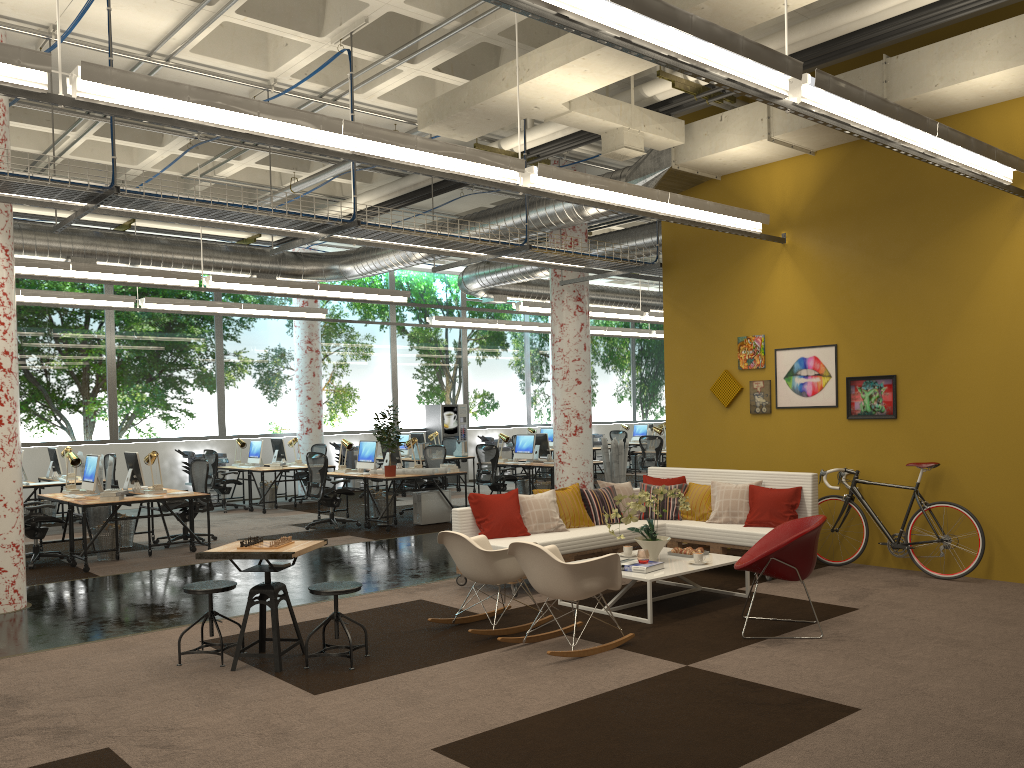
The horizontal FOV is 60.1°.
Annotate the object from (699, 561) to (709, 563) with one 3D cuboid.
[{"bbox_3d":[1.546,1.426,7.082,0.132,0.011,0.028,-1,-2,-24],"label":"object"}]

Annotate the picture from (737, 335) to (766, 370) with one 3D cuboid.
[{"bbox_3d":[2.598,-0.343,9.613,0.027,0.356,0.331,-2,0,-41],"label":"picture"}]

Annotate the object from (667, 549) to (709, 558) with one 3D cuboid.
[{"bbox_3d":[1.510,1.449,7.583,0.267,0.026,0.267,0,-2,-41],"label":"object"}]

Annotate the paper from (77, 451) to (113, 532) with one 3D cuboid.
[{"bbox_3d":[-5.983,1.543,12.744,0.441,1.199,0.412,-1,1,27],"label":"paper"}]

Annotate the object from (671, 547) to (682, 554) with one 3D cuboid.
[{"bbox_3d":[1.418,1.434,7.609,0.135,0.061,0.072,-1,-1,-21],"label":"object"}]

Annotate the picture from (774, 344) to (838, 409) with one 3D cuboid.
[{"bbox_3d":[3.028,-0.069,9.138,0.018,0.633,0.706,-2,0,-41],"label":"picture"}]

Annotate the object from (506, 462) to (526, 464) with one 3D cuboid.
[{"bbox_3d":[0.057,1.330,14.925,0.118,0.017,0.439,0,-2,-41],"label":"object"}]

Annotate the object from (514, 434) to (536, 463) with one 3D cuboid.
[{"bbox_3d":[0.236,1.096,15.045,0.189,0.486,0.484,-2,0,-41],"label":"object"}]

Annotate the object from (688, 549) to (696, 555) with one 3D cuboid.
[{"bbox_3d":[1.531,1.430,7.516,0.064,0.055,0.121,-1,-1,-19],"label":"object"}]

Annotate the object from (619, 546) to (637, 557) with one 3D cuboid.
[{"bbox_3d":[0.992,1.429,7.570,0.160,0.090,0.160,-1,-1,-16],"label":"object"}]

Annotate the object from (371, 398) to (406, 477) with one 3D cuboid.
[{"bbox_3d":[-1.706,0.733,12.141,0.514,1.078,0.438,-1,1,40],"label":"object"}]

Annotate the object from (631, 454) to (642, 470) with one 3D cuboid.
[{"bbox_3d":[3.292,2.040,23.348,0.353,0.435,0.359,-1,0,-44],"label":"object"}]

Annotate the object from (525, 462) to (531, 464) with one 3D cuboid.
[{"bbox_3d":[0.265,1.310,14.671,0.106,0.029,0.059,0,-2,-40],"label":"object"}]

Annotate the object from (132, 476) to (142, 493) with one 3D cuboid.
[{"bbox_3d":[-4.537,1.211,10.706,0.101,0.209,0.101,-1,1,4],"label":"object"}]

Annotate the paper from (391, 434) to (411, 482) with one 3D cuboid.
[{"bbox_3d":[-2.411,1.663,19.165,0.441,1.199,0.412,-1,1,27],"label":"paper"}]

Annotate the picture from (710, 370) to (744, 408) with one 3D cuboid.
[{"bbox_3d":[2.388,0.052,9.860,0.047,0.425,0.425,-2,0,-41],"label":"picture"}]

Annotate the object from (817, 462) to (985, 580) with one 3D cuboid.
[{"bbox_3d":[3.502,1.243,8.291,0.401,1.041,1.737,-2,-1,-35],"label":"object"}]

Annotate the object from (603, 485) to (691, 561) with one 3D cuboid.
[{"bbox_3d":[1.142,1.155,7.348,0.788,0.616,0.417,-1,0,-28],"label":"object"}]

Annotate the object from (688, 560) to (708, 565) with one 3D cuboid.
[{"bbox_3d":[1.499,1.437,7.120,0.160,0.020,0.160,-2,-2,13],"label":"object"}]

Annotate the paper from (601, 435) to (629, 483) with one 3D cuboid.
[{"bbox_3d":[1.673,1.409,14.450,0.441,1.199,0.412,-1,1,27],"label":"paper"}]

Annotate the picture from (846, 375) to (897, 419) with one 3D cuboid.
[{"bbox_3d":[3.498,0.131,8.616,0.042,0.418,0.503,-2,0,-41],"label":"picture"}]

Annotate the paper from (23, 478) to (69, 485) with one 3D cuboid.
[{"bbox_3d":[-6.772,1.416,12.827,0.625,0.061,0.568,0,-3,-43],"label":"paper"}]

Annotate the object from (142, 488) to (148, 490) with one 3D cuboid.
[{"bbox_3d":[-4.524,1.320,11.129,0.118,0.017,0.439,0,-2,-41],"label":"object"}]

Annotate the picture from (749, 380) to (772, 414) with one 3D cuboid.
[{"bbox_3d":[2.678,0.140,9.545,0.027,0.356,0.252,-2,1,-41],"label":"picture"}]

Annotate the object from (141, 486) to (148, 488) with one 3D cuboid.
[{"bbox_3d":[-4.733,1.327,11.382,0.106,0.029,0.059,0,-2,-40],"label":"object"}]

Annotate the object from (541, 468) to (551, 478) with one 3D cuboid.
[{"bbox_3d":[0.833,2.032,21.228,0.353,0.435,0.359,-1,0,-44],"label":"object"}]

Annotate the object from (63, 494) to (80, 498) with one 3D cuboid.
[{"bbox_3d":[-5.124,1.309,10.335,0.118,0.017,0.439,0,-2,-41],"label":"object"}]

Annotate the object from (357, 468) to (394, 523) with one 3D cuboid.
[{"bbox_3d":[-1.990,1.563,12.995,0.849,0.934,0.104,-2,1,44],"label":"object"}]

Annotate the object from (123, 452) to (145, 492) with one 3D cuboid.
[{"bbox_3d":[-4.715,1.087,10.999,0.189,0.486,0.484,-2,0,-41],"label":"object"}]

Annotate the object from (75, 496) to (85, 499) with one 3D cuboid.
[{"bbox_3d":[-4.916,1.289,10.081,0.106,0.029,0.059,0,-2,-40],"label":"object"}]

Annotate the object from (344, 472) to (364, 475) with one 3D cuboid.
[{"bbox_3d":[-2.273,1.297,12.829,0.118,0.017,0.439,0,-2,-41],"label":"object"}]

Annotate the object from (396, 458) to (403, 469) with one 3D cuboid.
[{"bbox_3d":[-1.685,1.200,13.200,0.101,0.209,0.101,-1,1,4],"label":"object"}]

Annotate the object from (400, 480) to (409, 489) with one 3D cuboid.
[{"bbox_3d":[-2.187,2.023,18.629,0.353,0.435,0.368,-1,0,-5],"label":"object"}]

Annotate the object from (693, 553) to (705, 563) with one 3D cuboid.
[{"bbox_3d":[1.502,1.399,7.120,0.086,0.085,0.079,-1,0,-12],"label":"object"}]

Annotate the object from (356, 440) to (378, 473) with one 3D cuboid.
[{"bbox_3d":[-2.093,1.064,12.950,0.189,0.486,0.484,-2,0,-41],"label":"object"}]

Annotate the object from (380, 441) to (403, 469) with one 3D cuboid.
[{"bbox_3d":[-1.864,1.076,13.493,0.189,0.486,0.484,-2,0,-41],"label":"object"}]

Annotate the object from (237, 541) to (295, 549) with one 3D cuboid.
[{"bbox_3d":[-1.596,1.047,5.750,0.273,0.012,0.273,-2,-2,9],"label":"object"}]

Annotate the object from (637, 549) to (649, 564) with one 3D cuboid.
[{"bbox_3d":[1.029,1.354,6.940,0.094,0.106,0.094,-1,0,10],"label":"object"}]

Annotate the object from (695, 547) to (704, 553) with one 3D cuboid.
[{"bbox_3d":[1.609,1.429,7.582,0.072,0.062,0.136,-1,-1,6],"label":"object"}]

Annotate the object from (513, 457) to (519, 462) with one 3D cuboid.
[{"bbox_3d":[0.064,1.248,15.343,0.101,0.209,0.101,-1,1,4],"label":"object"}]

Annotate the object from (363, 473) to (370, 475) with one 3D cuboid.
[{"bbox_3d":[-2.064,1.278,12.576,0.106,0.029,0.059,0,-2,-40],"label":"object"}]

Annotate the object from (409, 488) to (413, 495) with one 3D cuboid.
[{"bbox_3d":[-1.925,1.984,17.641,0.353,0.435,0.359,-1,0,-44],"label":"object"}]

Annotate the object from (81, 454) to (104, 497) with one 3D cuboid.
[{"bbox_3d":[-4.945,1.075,10.455,0.189,0.486,0.484,-2,0,-41],"label":"object"}]

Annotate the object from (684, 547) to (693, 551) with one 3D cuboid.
[{"bbox_3d":[1.532,1.434,7.649,0.064,0.055,0.121,-1,-1,-19],"label":"object"}]

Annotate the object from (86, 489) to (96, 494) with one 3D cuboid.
[{"bbox_3d":[-5.116,1.227,10.754,0.101,0.209,0.101,-1,1,4],"label":"object"}]

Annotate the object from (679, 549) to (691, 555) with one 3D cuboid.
[{"bbox_3d":[1.456,1.431,7.512,0.070,0.060,0.131,-1,-1,-19],"label":"object"}]

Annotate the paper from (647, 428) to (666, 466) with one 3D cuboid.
[{"bbox_3d":[3.091,1.518,18.885,0.441,1.199,0.412,-1,1,27],"label":"paper"}]
